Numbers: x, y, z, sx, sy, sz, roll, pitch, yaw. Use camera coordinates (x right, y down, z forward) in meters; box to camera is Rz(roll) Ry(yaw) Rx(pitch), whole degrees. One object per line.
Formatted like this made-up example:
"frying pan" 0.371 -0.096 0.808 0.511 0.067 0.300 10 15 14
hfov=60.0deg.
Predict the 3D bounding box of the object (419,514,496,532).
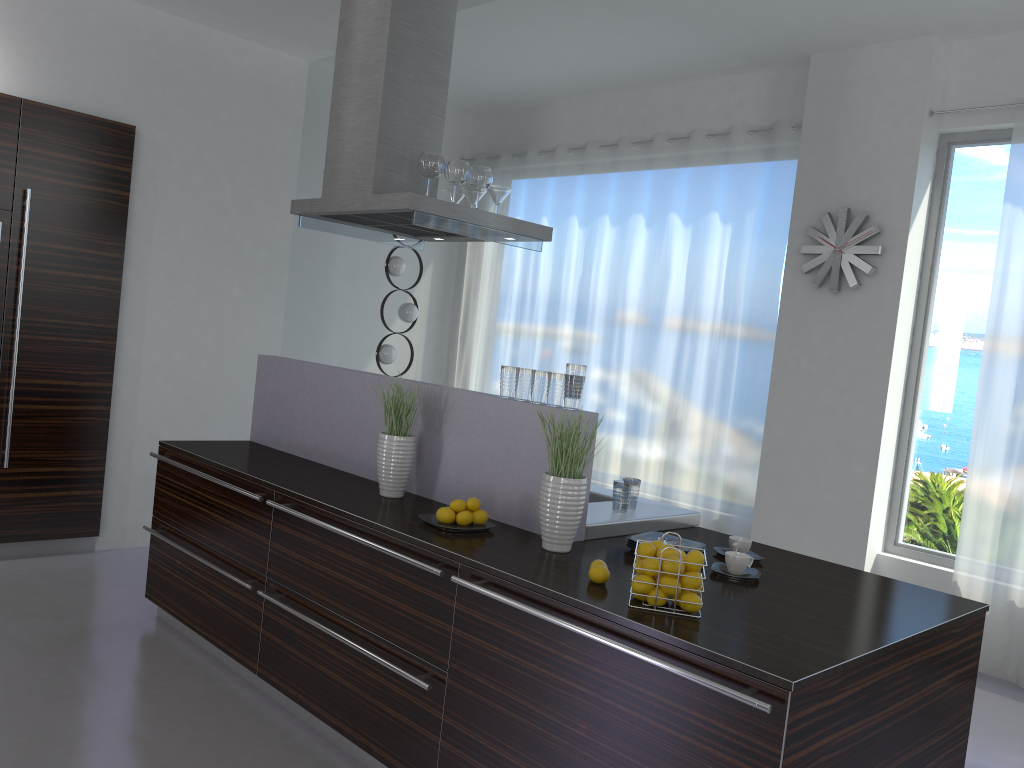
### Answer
"object" -0.192 0.483 3.089 0.232 0.020 0.232 4 3 -36

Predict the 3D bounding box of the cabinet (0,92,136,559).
"cabinet" -3.774 -0.356 4.096 3.600 2.500 0.669 4 4 -45

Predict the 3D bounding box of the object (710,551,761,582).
"object" 0.713 0.576 2.819 0.153 0.069 0.153 7 3 19

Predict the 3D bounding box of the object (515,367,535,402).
"object" 0.045 0.002 3.254 0.071 0.119 0.072 6 3 -5

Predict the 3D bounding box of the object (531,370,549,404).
"object" 0.101 0.012 3.197 0.071 0.119 0.072 6 3 -5

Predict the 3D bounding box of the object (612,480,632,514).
"object" 0.416 0.431 3.379 0.071 0.119 0.072 4 4 -45

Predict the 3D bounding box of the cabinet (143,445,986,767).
"cabinet" -0.136 0.908 3.544 1.377 0.852 3.285 4 4 -45

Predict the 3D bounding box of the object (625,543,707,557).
"object" 0.518 0.569 3.001 0.232 0.020 0.232 4 3 -36

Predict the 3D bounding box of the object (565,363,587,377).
"object" 0.218 -0.009 3.081 0.071 0.119 0.072 6 3 -5

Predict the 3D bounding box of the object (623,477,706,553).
"object" 0.465 0.461 3.173 0.269 0.147 0.646 5 3 -20

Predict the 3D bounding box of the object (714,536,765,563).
"object" 0.790 0.571 3.081 0.153 0.069 0.153 6 3 -11

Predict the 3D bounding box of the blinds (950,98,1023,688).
"blinds" 3.526 0.157 3.854 0.120 3.112 2.830 4 4 -45

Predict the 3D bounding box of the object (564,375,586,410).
"object" 0.214 0.030 3.083 0.071 0.119 0.072 6 3 -5

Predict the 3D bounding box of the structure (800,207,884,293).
"structure" 1.967 -0.804 5.323 0.076 0.505 0.505 4 4 -45

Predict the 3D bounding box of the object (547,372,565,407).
"object" 0.157 0.021 3.140 0.071 0.119 0.072 6 3 -5

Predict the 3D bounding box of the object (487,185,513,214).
"object" -0.075 -0.905 4.487 0.137 0.174 0.137 7 3 10

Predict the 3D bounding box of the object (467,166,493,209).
"object" -0.160 -0.927 4.260 0.125 0.221 0.125 5 3 -20

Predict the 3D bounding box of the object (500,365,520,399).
"object" -0.012 -0.007 3.312 0.072 0.119 0.071 7 3 5

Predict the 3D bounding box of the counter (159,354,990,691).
"counter" -0.102 0.687 3.539 1.302 1.300 3.291 4 4 -45

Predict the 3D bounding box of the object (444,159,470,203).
"object" -0.264 -0.934 4.156 0.125 0.221 0.125 5 3 -20

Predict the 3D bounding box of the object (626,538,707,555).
"object" 0.520 0.549 3.000 0.232 0.020 0.232 4 4 -41

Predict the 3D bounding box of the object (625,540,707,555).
"object" 0.519 0.559 3.000 0.232 0.020 0.232 4 3 -36

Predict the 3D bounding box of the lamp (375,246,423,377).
"lamp" -0.799 -1.232 6.860 0.180 2.370 0.367 9 4 39

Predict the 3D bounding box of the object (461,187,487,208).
"object" -0.207 -0.927 4.622 0.137 0.174 0.137 7 3 10

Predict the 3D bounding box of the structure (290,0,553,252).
"structure" -0.402 -1.342 4.458 0.915 1.231 0.981 4 4 -45

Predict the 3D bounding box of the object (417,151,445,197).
"object" -0.375 -0.941 4.045 0.125 0.221 0.125 5 3 -20

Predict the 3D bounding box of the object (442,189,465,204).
"object" -0.319 -0.946 4.758 0.137 0.174 0.137 7 3 10

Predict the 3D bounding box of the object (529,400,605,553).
"object" 0.167 0.292 2.865 0.269 0.502 0.247 6 3 -2

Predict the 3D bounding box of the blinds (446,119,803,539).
"blinds" 0.554 -0.325 6.877 0.120 3.112 3.245 4 4 -45

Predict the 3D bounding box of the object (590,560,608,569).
"object" 0.254 0.542 2.598 0.053 0.051 0.063 7 3 14

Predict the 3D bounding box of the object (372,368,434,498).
"object" -0.470 0.190 3.477 0.247 0.502 0.269 4 4 -44

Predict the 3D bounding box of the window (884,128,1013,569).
"window" 3.459 -0.059 4.253 0.100 2.500 3.000 4 4 -45
